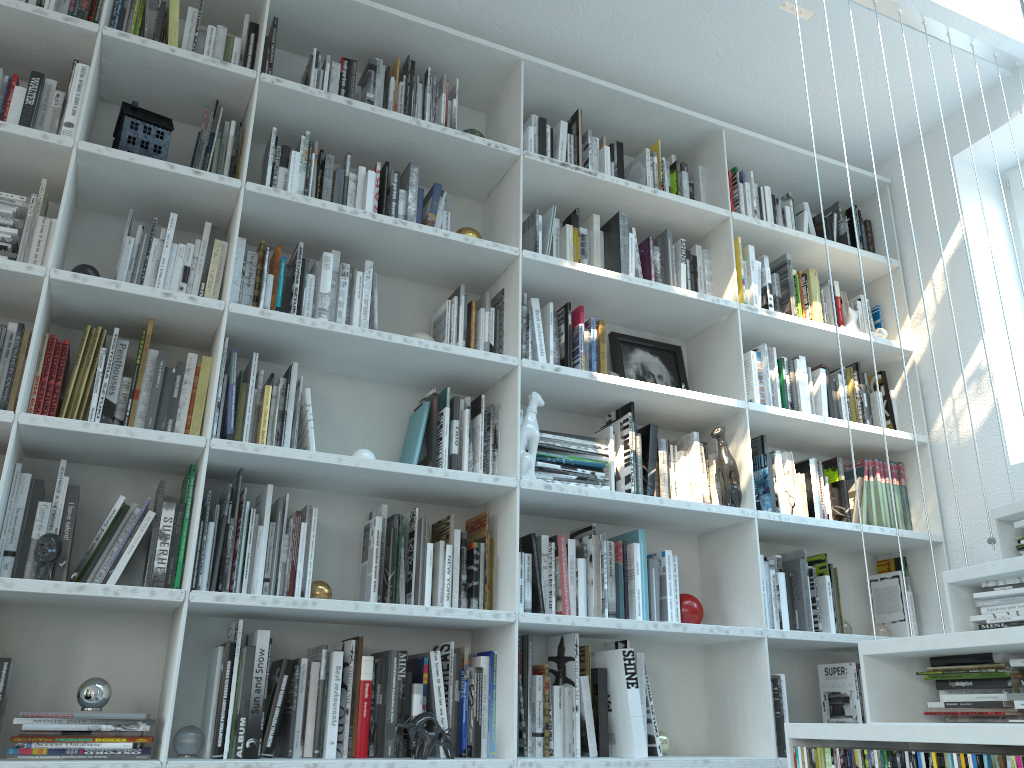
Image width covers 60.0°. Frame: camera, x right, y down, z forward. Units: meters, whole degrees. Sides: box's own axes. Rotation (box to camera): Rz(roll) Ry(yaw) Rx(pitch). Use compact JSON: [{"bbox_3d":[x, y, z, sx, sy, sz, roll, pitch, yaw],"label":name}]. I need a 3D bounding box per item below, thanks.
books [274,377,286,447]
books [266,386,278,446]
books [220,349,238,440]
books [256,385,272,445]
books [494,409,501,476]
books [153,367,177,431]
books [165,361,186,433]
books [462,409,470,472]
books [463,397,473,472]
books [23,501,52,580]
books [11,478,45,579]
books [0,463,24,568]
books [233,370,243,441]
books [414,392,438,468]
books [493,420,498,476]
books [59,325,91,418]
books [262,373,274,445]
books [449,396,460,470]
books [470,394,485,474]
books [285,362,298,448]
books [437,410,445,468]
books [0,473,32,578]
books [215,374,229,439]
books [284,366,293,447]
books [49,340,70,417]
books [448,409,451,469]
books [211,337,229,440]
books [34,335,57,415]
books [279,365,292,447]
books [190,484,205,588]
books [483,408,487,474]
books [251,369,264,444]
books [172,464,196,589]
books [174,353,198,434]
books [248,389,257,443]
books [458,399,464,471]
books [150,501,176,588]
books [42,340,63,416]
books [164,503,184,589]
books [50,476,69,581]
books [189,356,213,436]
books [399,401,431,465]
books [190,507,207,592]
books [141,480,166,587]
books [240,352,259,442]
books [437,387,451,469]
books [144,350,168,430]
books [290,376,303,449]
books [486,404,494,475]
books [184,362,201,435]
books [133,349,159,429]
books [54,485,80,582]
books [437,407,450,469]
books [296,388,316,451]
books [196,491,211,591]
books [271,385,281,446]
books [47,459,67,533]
[{"bbox_3d":[-0.662,0.117,2.469,0.017,0.242,0.133,10,-22,-23],"label":"books"},{"bbox_3d":[-0.680,0.127,2.451,0.014,0.208,0.157,10,-22,-23],"label":"books"},{"bbox_3d":[-0.776,0.070,2.413,0.035,0.286,0.192,10,-22,-23],"label":"books"},{"bbox_3d":[-0.690,0.123,2.416,0.017,0.191,0.192,10,-22,-23],"label":"books"},{"bbox_3d":[-0.068,0.216,2.714,0.010,0.244,0.159,10,-22,-23],"label":"books"},{"bbox_3d":[-0.921,0.081,2.328,0.034,0.203,0.182,10,-22,-23],"label":"books"},{"bbox_3d":[-0.906,0.075,2.361,0.028,0.238,0.146,10,-22,-23],"label":"books"},{"bbox_3d":[-0.168,0.207,2.663,0.012,0.223,0.178,10,-22,-23],"label":"books"},{"bbox_3d":[-0.157,0.191,2.692,0.032,0.273,0.155,10,-22,-23],"label":"books"},{"bbox_3d":[-1.129,0.393,2.112,0.027,0.191,0.183,10,-22,-23],"label":"books"},{"bbox_3d":[-1.162,0.367,2.129,0.028,0.252,0.143,10,-22,-23],"label":"books"},{"bbox_3d":[-1.203,0.346,2.121,0.012,0.284,0.160,10,-22,-23],"label":"books"},{"bbox_3d":[-0.766,0.100,2.430,0.007,0.243,0.146,10,-22,-23],"label":"books"},{"bbox_3d":[-0.260,0.176,2.641,0.021,0.263,0.174,10,-22,-23],"label":"books"},{"bbox_3d":[-0.087,0.232,2.710,0.023,0.211,0.165,10,-22,-23],"label":"books"},{"bbox_3d":[-1.122,0.007,2.266,0.035,0.292,0.145,10,-22,-23],"label":"books"},{"bbox_3d":[-0.690,0.110,2.452,0.008,0.241,0.169,10,-22,-23],"label":"books"},{"bbox_3d":[-0.198,0.186,2.663,0.018,0.262,0.165,10,-22,-23],"label":"books"},{"bbox_3d":[-0.128,0.188,2.682,0.012,0.272,0.184,10,-22,-23],"label":"books"},{"bbox_3d":[-0.636,0.099,2.484,0.013,0.286,0.159,10,-22,-23],"label":"books"},{"bbox_3d":[-0.238,0.203,2.635,0.006,0.209,0.188,10,-22,-23],"label":"books"},{"bbox_3d":[-1.187,0.359,2.124,0.024,0.262,0.154,10,-22,-23],"label":"books"},{"bbox_3d":[-0.800,0.101,2.402,0.015,0.219,0.155,10,-22,-23],"label":"books"},{"bbox_3d":[-0.645,0.104,2.478,0.006,0.272,0.167,10,-22,-23],"label":"books"},{"bbox_3d":[-1.161,0.032,2.269,0.013,0.246,0.177,10,-22,-23],"label":"books"},{"bbox_3d":[-0.216,0.204,2.665,0.007,0.229,0.147,10,-22,-23],"label":"books"},{"bbox_3d":[-0.803,0.049,2.403,0.006,0.317,0.165,10,-22,-23],"label":"books"},{"bbox_3d":[-1.186,0.019,2.249,0.015,0.254,0.151,10,-22,-23],"label":"books"},{"bbox_3d":[-0.647,0.103,2.470,0.006,0.269,0.179,10,-22,-23],"label":"books"},{"bbox_3d":[-0.829,0.408,2.290,0.014,0.297,0.148,10,-22,-23],"label":"books"},{"bbox_3d":[-0.114,0.213,2.705,0.013,0.244,0.159,10,-22,-23],"label":"books"},{"bbox_3d":[-0.717,0.101,2.447,0.013,0.255,0.145,10,-22,-23],"label":"books"},{"bbox_3d":[-0.847,0.385,2.266,0.014,0.323,0.183,10,-22,-23],"label":"books"},{"bbox_3d":[-0.882,0.064,2.371,0.032,0.265,0.143,10,-22,-23],"label":"books"},{"bbox_3d":[-0.727,0.126,2.426,0.014,0.192,0.147,10,-22,-23],"label":"books"},{"bbox_3d":[-0.184,0.191,2.670,0.015,0.258,0.152,10,-22,-23],"label":"books"},{"bbox_3d":[-0.882,0.423,2.224,0.029,0.222,0.171,10,-22,-23],"label":"books"},{"bbox_3d":[-1.170,0.027,2.253,0.014,0.243,0.145,10,-22,-23],"label":"books"},{"bbox_3d":[-0.864,0.429,2.244,0.021,0.225,0.148,10,-22,-23],"label":"books"},{"bbox_3d":[-1.109,0.372,2.159,0.012,0.265,0.158,10,-22,-23],"label":"books"},{"bbox_3d":[-0.853,0.073,2.397,0.033,0.267,0.142,10,-22,-23],"label":"books"},{"bbox_3d":[-0.296,0.184,2.628,0.056,0.240,0.154,10,-22,-23],"label":"books"},{"bbox_3d":[-0.812,0.440,2.272,0.012,0.225,0.147,10,-22,-23],"label":"books"},{"bbox_3d":[-0.910,0.397,2.244,0.013,0.284,0.139,10,-22,-23],"label":"books"},{"bbox_3d":[-0.729,0.076,2.416,0.013,0.278,0.192,10,-22,-23],"label":"books"},{"bbox_3d":[-0.224,0.172,2.672,0.013,0.294,0.154,10,-22,-23],"label":"books"},{"bbox_3d":[-0.940,0.057,2.319,0.027,0.241,0.189,10,-22,-23],"label":"books"},{"bbox_3d":[-0.619,0.121,2.494,0.007,0.253,0.161,10,-22,-23],"label":"books"},{"bbox_3d":[-0.096,0.206,2.697,0.011,0.251,0.169,10,-22,-23],"label":"books"},{"bbox_3d":[-0.872,0.081,2.388,0.019,0.246,0.149,10,-22,-23],"label":"books"},{"bbox_3d":[-0.971,0.056,2.332,0.033,0.252,0.175,10,-22,-23],"label":"books"},{"bbox_3d":[-1.088,0.384,2.166,0.035,0.247,0.141,10,-22,-23],"label":"books"},{"bbox_3d":[-0.229,0.200,2.640,0.013,0.218,0.188,10,-22,-23],"label":"books"},{"bbox_3d":[-0.581,0.138,2.474,0.051,0.209,0.177,10,-22,-23],"label":"books"},{"bbox_3d":[-0.800,0.421,2.277,0.010,0.265,0.158,10,-22,-23],"label":"books"},{"bbox_3d":[-0.668,0.125,2.448,0.007,0.211,0.158,10,-22,-23],"label":"books"},{"bbox_3d":[-1.116,0.348,2.153,0.013,0.305,0.141,10,-22,-23],"label":"books"}]
